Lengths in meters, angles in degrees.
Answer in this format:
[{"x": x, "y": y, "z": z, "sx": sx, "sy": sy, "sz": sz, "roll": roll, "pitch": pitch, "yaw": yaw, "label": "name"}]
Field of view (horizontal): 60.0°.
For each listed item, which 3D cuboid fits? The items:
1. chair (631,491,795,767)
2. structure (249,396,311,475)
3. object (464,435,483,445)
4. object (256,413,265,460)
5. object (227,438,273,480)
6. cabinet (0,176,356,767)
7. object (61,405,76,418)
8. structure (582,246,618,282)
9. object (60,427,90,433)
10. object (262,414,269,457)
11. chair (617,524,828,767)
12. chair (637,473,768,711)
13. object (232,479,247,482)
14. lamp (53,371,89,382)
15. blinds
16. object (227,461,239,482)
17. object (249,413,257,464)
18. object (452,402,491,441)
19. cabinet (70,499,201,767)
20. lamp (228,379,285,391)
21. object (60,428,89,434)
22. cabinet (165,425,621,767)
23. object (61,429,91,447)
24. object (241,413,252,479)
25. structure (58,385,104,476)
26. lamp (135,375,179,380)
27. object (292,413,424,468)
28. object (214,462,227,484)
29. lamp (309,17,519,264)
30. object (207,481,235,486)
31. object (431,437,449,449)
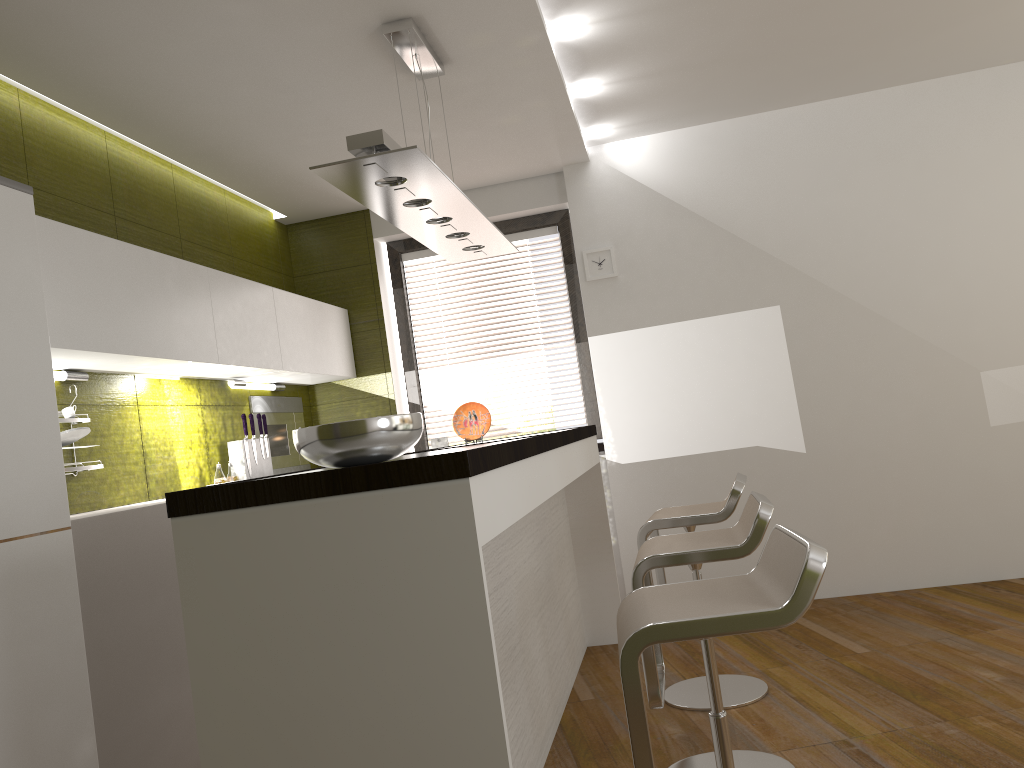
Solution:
[{"x": 0.628, "y": 0.797, "z": 2.760, "sx": 0.460, "sy": 0.857, "sz": 0.418, "roll": -9, "pitch": -3, "yaw": 10, "label": "chair"}, {"x": -1.323, "y": 0.306, "z": 5.114, "sx": 0.015, "sy": 0.469, "sz": 0.663, "roll": -9, "pitch": -3, "yaw": 10, "label": "structure"}, {"x": -0.179, "y": 0.208, "z": 4.080, "sx": 0.088, "sy": 0.131, "sz": 0.072, "roll": -8, "pitch": -3, "yaw": 5, "label": "object"}, {"x": -1.286, "y": 0.271, "z": 4.548, "sx": 0.013, "sy": 0.243, "sz": 0.036, "roll": -9, "pitch": -3, "yaw": 10, "label": "object"}, {"x": -1.319, "y": 0.395, "z": 4.488, "sx": 0.107, "sy": 0.227, "sz": 0.293, "roll": -9, "pitch": -3, "yaw": 10, "label": "object"}, {"x": -1.419, "y": 0.526, "z": 3.836, "sx": 0.724, "sy": 2.089, "sz": 3.471, "roll": -9, "pitch": -3, "yaw": 10, "label": "cabinet"}, {"x": -1.644, "y": 0.108, "z": 3.283, "sx": 0.051, "sy": 0.053, "sz": 0.046, "roll": -11, "pitch": -4, "yaw": 41, "label": "object"}, {"x": 0.514, "y": -0.701, "z": 5.177, "sx": 0.180, "sy": 0.180, "sz": 0.026, "roll": -9, "pitch": -3, "yaw": 10, "label": "structure"}, {"x": -1.607, "y": 0.192, "z": 3.178, "sx": 0.173, "sy": 0.052, "sz": 0.181, "roll": -9, "pitch": -3, "yaw": 10, "label": "object"}, {"x": -1.277, "y": 0.271, "z": 4.598, "sx": 0.013, "sy": 0.231, "sz": 0.040, "roll": -9, "pitch": -3, "yaw": 10, "label": "object"}, {"x": 0.477, "y": 0.773, "z": 1.928, "sx": 0.460, "sy": 0.857, "sz": 0.418, "roll": -8, "pitch": -3, "yaw": 5, "label": "chair"}, {"x": 0.779, "y": 0.820, "z": 3.593, "sx": 0.460, "sy": 0.857, "sz": 0.418, "roll": -9, "pitch": -3, "yaw": 15, "label": "chair"}, {"x": -1.347, "y": 0.485, "z": 4.282, "sx": 0.107, "sy": 0.032, "sz": 0.107, "roll": -9, "pitch": -3, "yaw": 22, "label": "object"}, {"x": -1.728, "y": -0.036, "z": 3.097, "sx": 0.041, "sy": 0.041, "sz": 0.715, "roll": -9, "pitch": -3, "yaw": 10, "label": "lamp"}, {"x": -2.761, "y": -2.261, "z": 9.149, "sx": 16.000, "sy": 12.704, "sz": 9.030, "roll": -6, "pitch": -4, "yaw": -40, "label": "blinds"}, {"x": -1.354, "y": 0.431, "z": 4.284, "sx": 0.059, "sy": 0.121, "sz": 0.059, "roll": -7, "pitch": -3, "yaw": -23, "label": "object"}, {"x": -1.300, "y": 0.279, "z": 4.460, "sx": 0.013, "sy": 0.264, "sz": 0.042, "roll": -9, "pitch": -3, "yaw": 10, "label": "object"}, {"x": -0.185, "y": 0.171, "z": 4.083, "sx": 0.184, "sy": 0.178, "sz": 0.055, "roll": -9, "pitch": -3, "yaw": 6, "label": "object"}, {"x": -1.181, "y": 1.011, "z": 4.050, "sx": 0.465, "sy": 1.086, "sz": 2.940, "roll": -9, "pitch": -3, "yaw": 10, "label": "cabinet"}, {"x": -1.382, "y": 0.008, "z": 4.838, "sx": 0.095, "sy": 0.041, "sz": 0.716, "roll": -9, "pitch": -3, "yaw": 10, "label": "lamp"}, {"x": -1.605, "y": 0.195, "z": 3.178, "sx": 0.173, "sy": 0.052, "sz": 0.181, "roll": -9, "pitch": -3, "yaw": 10, "label": "object"}, {"x": -0.067, "y": 0.782, "z": 3.235, "sx": 0.663, "sy": 1.134, "sz": 2.947, "roll": -9, "pitch": -3, "yaw": 10, "label": "cabinet"}, {"x": -1.604, "y": 0.198, "z": 3.178, "sx": 0.173, "sy": 0.052, "sz": 0.181, "roll": -9, "pitch": -3, "yaw": 10, "label": "object"}, {"x": -1.309, "y": 0.314, "z": 4.380, "sx": 0.013, "sy": 0.339, "sz": 0.046, "roll": -9, "pitch": -3, "yaw": 10, "label": "object"}, {"x": -1.633, "y": 0.166, "z": 3.235, "sx": 0.110, "sy": 0.346, "sz": 0.266, "roll": -9, "pitch": -3, "yaw": 10, "label": "structure"}, {"x": -1.585, "y": -0.028, "z": 3.976, "sx": 0.008, "sy": 0.008, "sz": 0.334, "roll": -9, "pitch": -3, "yaw": 10, "label": "lamp"}, {"x": -0.366, "y": 0.144, "z": 2.145, "sx": 0.311, "sy": 0.105, "sz": 0.311, "roll": -9, "pitch": -3, "yaw": 23, "label": "object"}, {"x": -1.367, "y": 0.425, "z": 4.147, "sx": 0.059, "sy": 0.121, "sz": 0.059, "roll": -6, "pitch": -4, "yaw": -34, "label": "object"}, {"x": -0.323, "y": -0.952, "z": 3.367, "sx": 0.326, "sy": 0.683, "sz": 1.677, "roll": -9, "pitch": -3, "yaw": 10, "label": "lamp"}, {"x": -1.359, "y": 0.480, "z": 4.143, "sx": 0.107, "sy": 0.032, "sz": 0.107, "roll": -9, "pitch": -3, "yaw": 11, "label": "object"}, {"x": -0.438, "y": 0.416, "z": 5.463, "sx": 0.106, "sy": 0.169, "sz": 0.057, "roll": -8, "pitch": -3, "yaw": 4, "label": "object"}]
